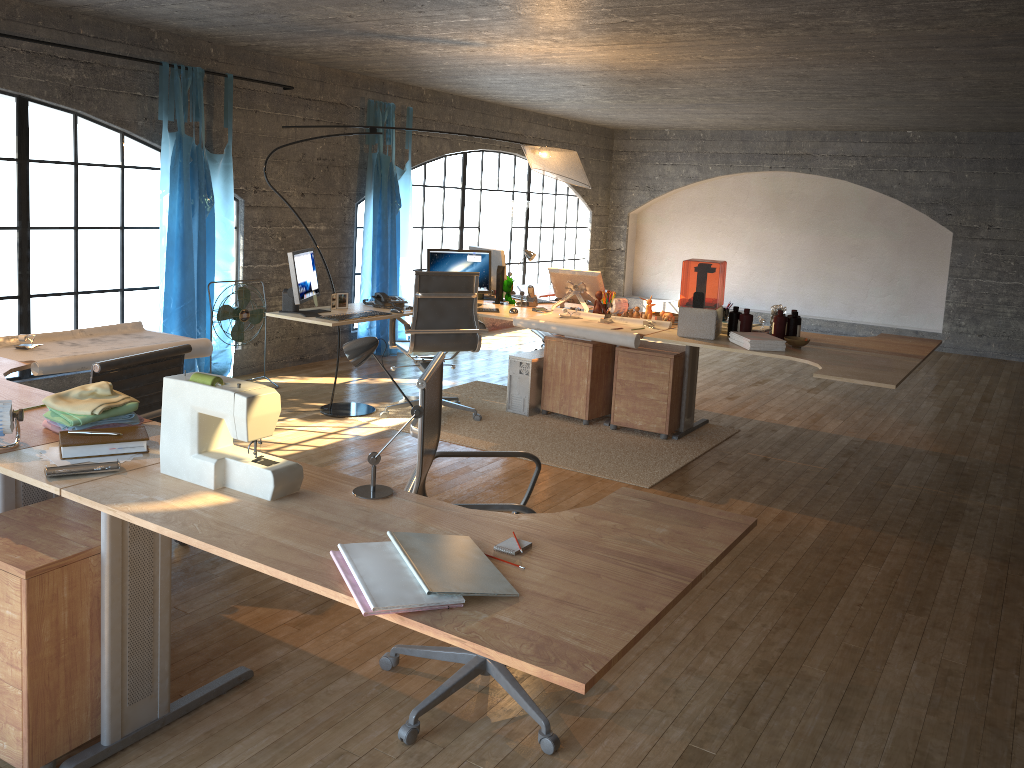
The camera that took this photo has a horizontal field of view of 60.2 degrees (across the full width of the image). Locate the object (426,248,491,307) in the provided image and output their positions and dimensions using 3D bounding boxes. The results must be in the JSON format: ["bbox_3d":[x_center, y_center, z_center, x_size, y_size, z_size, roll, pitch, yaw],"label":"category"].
[{"bbox_3d":[-0.378,-0.762,6.279,0.469,0.386,0.289,0,9,-18],"label":"object"}]

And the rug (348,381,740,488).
[{"bbox_3d":[0.223,0.267,5.987,2.214,0.005,1.614,10,14,31],"label":"rug"}]

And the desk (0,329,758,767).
[{"bbox_3d":[-0.963,0.461,3.041,3.531,0.729,1.649,11,13,32],"label":"desk"}]

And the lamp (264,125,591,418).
[{"bbox_3d":[-2.528,-0.771,5.601,6.233,1.912,0.390,1,7,-12],"label":"lamp"}]

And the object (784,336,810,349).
[{"bbox_3d":[1.648,-0.237,5.109,0.147,0.054,0.149,5,11,8],"label":"object"}]

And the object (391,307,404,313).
[{"bbox_3d":[-0.737,-0.476,5.686,0.102,0.033,0.059,13,15,41],"label":"object"}]

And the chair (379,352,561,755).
[{"bbox_3d":[-0.058,0.445,2.686,0.685,1.003,0.661,3,8,1],"label":"chair"}]

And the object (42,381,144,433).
[{"bbox_3d":[-1.294,0.071,2.729,0.254,0.128,0.257,10,13,33],"label":"object"}]

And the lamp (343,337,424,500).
[{"bbox_3d":[-0.334,0.083,2.254,0.208,0.404,0.106,6,7,18],"label":"lamp"}]

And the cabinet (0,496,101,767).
[{"bbox_3d":[-1.250,0.661,2.416,0.427,0.565,0.430,8,10,29],"label":"cabinet"}]

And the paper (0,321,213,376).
[{"bbox_3d":[-1.914,-0.163,4.055,0.585,0.112,0.858,10,14,31],"label":"paper"}]

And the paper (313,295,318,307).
[{"bbox_3d":[-1.229,-0.522,5.533,0.018,0.073,0.078,3,9,1],"label":"paper"}]

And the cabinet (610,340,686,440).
[{"bbox_3d":[0.936,0.033,5.936,0.429,0.565,0.430,8,10,29],"label":"cabinet"}]

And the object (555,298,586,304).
[{"bbox_3d":[0.481,-0.565,7.062,0.299,0.239,0.372,0,11,-18],"label":"object"}]

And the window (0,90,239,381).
[{"bbox_3d":[-3.208,-0.457,3.270,3.184,1.845,7.053,2,12,-8],"label":"window"}]

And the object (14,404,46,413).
[{"bbox_3d":[-1.590,0.082,2.897,0.008,0.007,0.148,7,13,23],"label":"object"}]

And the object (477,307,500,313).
[{"bbox_3d":[-0.333,-0.513,6.016,0.490,0.011,0.190,2,12,-4],"label":"object"}]

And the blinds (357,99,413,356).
[{"bbox_3d":[-1.091,-1.355,8.139,0.263,2.390,0.862,9,9,39],"label":"blinds"}]

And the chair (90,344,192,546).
[{"bbox_3d":[-1.636,0.282,3.424,0.686,0.848,0.660,6,9,18],"label":"chair"}]

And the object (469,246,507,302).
[{"bbox_3d":[-0.182,-0.834,6.668,0.286,0.386,0.475,-2,11,-33],"label":"object"}]

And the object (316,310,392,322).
[{"bbox_3d":[-0.964,-0.422,5.426,0.188,0.011,0.494,10,14,30],"label":"object"}]

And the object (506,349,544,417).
[{"bbox_3d":[0.188,-0.017,6.353,0.201,0.406,0.484,9,11,36],"label":"object"}]

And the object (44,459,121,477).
[{"bbox_3d":[-1.127,0.220,2.318,0.181,0.025,0.076,-3,13,-28],"label":"object"}]

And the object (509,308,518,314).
[{"bbox_3d":[0.012,-0.498,5.982,0.059,0.033,0.102,4,11,6],"label":"object"}]

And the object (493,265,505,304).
[{"bbox_3d":[-0.093,-0.725,6.441,0.085,0.274,0.086,2,7,-12],"label":"object"}]

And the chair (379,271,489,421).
[{"bbox_3d":[-0.557,-0.275,5.959,0.653,1.003,0.693,-1,9,-24],"label":"chair"}]

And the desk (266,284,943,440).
[{"bbox_3d":[0.812,-0.046,5.889,3.491,0.729,3.287,10,14,31],"label":"desk"}]

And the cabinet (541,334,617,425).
[{"bbox_3d":[0.508,-0.051,6.223,0.428,0.565,0.476,10,11,39],"label":"cabinet"}]

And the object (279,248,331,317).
[{"bbox_3d":[-1.274,-0.629,5.423,0.286,0.386,0.476,3,10,1],"label":"object"}]

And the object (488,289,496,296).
[{"bbox_3d":[-0.176,-0.731,6.975,0.135,0.056,0.156,-7,15,-42],"label":"object"}]

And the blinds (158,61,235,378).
[{"bbox_3d":[-2.241,-1.091,6.313,0.259,2.270,0.672,6,8,26],"label":"blinds"}]

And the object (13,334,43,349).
[{"bbox_3d":[-2.153,-0.195,3.929,0.054,0.063,0.161,3,11,-2],"label":"object"}]

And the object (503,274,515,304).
[{"bbox_3d":[-0.028,-0.693,6.445,0.115,0.217,0.250,2,10,-9],"label":"object"}]

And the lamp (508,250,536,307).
[{"bbox_3d":[0.068,-0.767,6.369,0.209,0.404,0.106,10,10,42],"label":"lamp"}]

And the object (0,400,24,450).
[{"bbox_3d":[-1.463,0.112,2.484,0.154,0.134,0.100,-1,10,-23],"label":"object"}]

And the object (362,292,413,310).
[{"bbox_3d":[-0.830,-0.560,5.948,0.279,0.080,0.417,-3,13,-26],"label":"object"}]

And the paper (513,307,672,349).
[{"bbox_3d":[0.512,-0.368,5.639,0.856,0.112,0.587,10,14,31],"label":"paper"}]

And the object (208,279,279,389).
[{"bbox_3d":[-2.093,-0.377,6.551,0.585,0.793,0.493,9,10,36],"label":"object"}]

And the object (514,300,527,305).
[{"bbox_3d":[0.065,-0.599,6.485,0.133,0.025,0.133,10,14,31],"label":"object"}]

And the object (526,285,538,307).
[{"bbox_3d":[0.141,-0.637,6.365,0.083,0.157,0.085,6,8,20],"label":"object"}]

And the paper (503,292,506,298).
[{"bbox_3d":[-0.063,-0.678,6.579,0.019,0.073,0.079,-1,10,-33],"label":"paper"}]

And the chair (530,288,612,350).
[{"bbox_3d":[0.449,-0.333,6.857,0.684,0.848,0.662,1,9,-12],"label":"chair"}]

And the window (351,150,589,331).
[{"bbox_3d":[-1.982,-1.067,6.421,3.921,1.827,12.402,5,12,10],"label":"window"}]
